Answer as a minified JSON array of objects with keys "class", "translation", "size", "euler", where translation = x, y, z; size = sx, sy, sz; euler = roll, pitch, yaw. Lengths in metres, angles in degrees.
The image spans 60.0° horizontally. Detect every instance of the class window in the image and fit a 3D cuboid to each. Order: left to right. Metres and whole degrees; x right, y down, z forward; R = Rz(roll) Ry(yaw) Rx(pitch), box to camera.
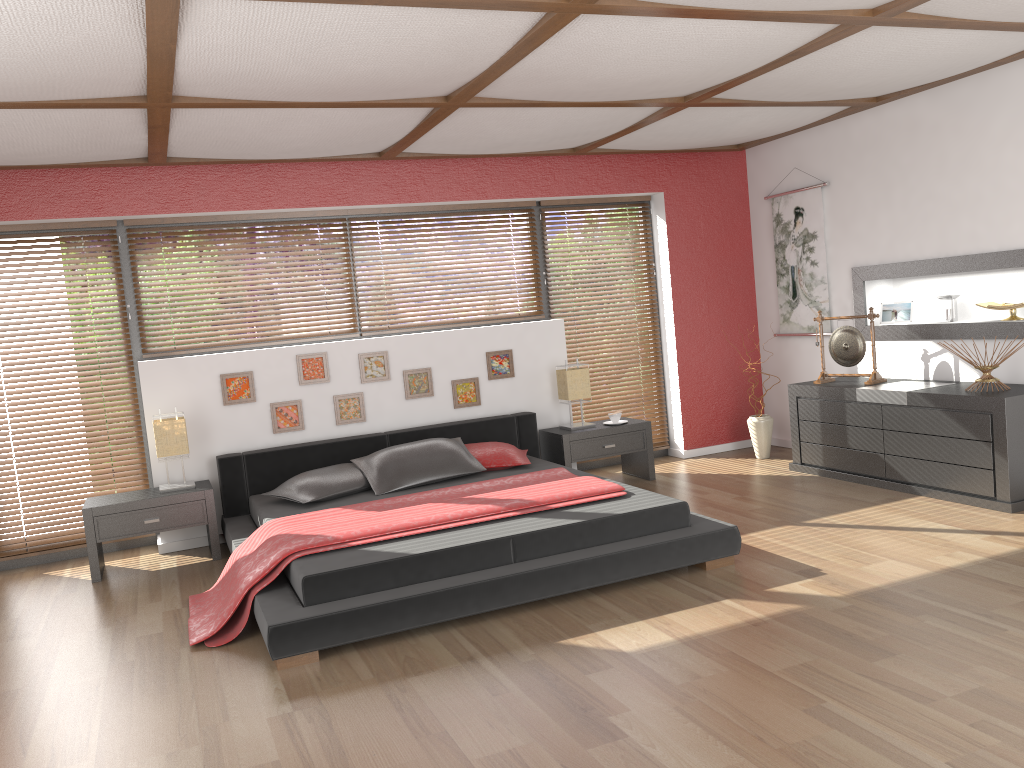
[{"class":"window","translation":[-2.875,0.005,5.577],"size":[0.889,1.893,0.020],"euler":[-7,5,-22]},{"class":"window","translation":[-1.127,-0.764,6.255],"size":[2.817,0.786,0.020],"euler":[-7,5,-22]},{"class":"window","translation":[0.720,-0.455,7.021],"size":[0.889,1.893,0.020],"euler":[-7,5,-22]}]

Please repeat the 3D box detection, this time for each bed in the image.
[{"class":"bed","translation":[-0.520,0.665,4.837],"size":[2.469,0.577,2.413],"euler":[-7,5,-22]}]

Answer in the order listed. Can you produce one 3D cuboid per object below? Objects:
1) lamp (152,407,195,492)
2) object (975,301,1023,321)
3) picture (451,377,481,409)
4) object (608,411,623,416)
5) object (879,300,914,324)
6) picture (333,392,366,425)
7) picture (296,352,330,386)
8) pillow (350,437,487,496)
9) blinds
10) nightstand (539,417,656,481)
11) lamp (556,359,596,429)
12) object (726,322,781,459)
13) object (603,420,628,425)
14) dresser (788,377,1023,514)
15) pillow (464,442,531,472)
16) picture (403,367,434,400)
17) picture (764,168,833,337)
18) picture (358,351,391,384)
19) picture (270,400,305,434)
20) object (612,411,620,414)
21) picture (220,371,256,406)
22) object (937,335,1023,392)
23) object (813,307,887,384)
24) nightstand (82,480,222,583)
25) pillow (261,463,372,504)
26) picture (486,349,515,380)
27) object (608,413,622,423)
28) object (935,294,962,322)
[{"class":"lamp","translation":[-2.041,0.381,5.329],"size":[0.200,0.480,0.200],"euler":[-7,5,-22]},{"class":"object","translation":[2.973,-0.435,5.262],"size":[0.181,0.116,0.350],"euler":[-8,6,-32]},{"class":"picture","translation":[-0.321,0.063,6.237],"size":[0.200,0.200,0.010],"euler":[-7,5,-22]},{"class":"object","translation":[0.738,0.209,6.333],"size":[0.007,0.007,0.192],"euler":[-2,6,37]},{"class":"object","translation":[2.627,-0.489,6.062],"size":[0.041,0.146,0.226],"euler":[-10,6,-42]},{"class":"picture","translation":[-1.085,0.165,5.931],"size":[0.200,0.200,0.010],"euler":[-7,5,-22]},{"class":"picture","translation":[-1.307,-0.101,5.829],"size":[0.200,0.200,0.010],"euler":[-7,5,-22]},{"class":"pillow","translation":[-0.572,0.479,5.433],"size":[0.744,0.241,0.386],"euler":[-8,5,-26]},{"class":"blinds","translation":[-1.050,-0.187,6.238],"size":[4.840,1.952,0.032],"euler":[-7,5,-22]},{"class":"nightstand","translation":[0.613,0.508,6.372],"size":[0.700,0.423,0.413],"euler":[-7,5,-22]},{"class":"lamp","translation":[0.445,0.063,6.328],"size":[0.200,0.480,0.200],"euler":[-7,5,-22]},{"class":"object","translation":[1.814,0.057,6.712],"size":[0.364,1.035,0.422],"euler":[-1,6,43]},{"class":"object","translation":[0.742,0.278,6.355],"size":[0.179,0.012,0.179],"euler":[-5,5,3]},{"class":"dresser","translation":[2.497,0.308,5.506],"size":[0.540,0.608,1.740],"euler":[-7,5,-22]},{"class":"pillow","translation":[-0.252,0.478,5.715],"size":[0.745,0.172,0.418],"euler":[-6,5,-3]},{"class":"picture","translation":[-0.644,-0.004,6.103],"size":[0.200,0.200,0.010],"euler":[-7,5,-22]},{"class":"picture","translation":[2.170,-0.992,6.698],"size":[0.028,1.270,0.701],"euler":[-7,5,-22]},{"class":"picture","translation":[-0.928,-0.114,5.983],"size":[0.200,0.200,0.010],"euler":[-7,5,-22]},{"class":"picture","translation":[-1.463,0.213,5.779],"size":[0.200,0.200,0.010],"euler":[-7,5,-22]},{"class":"object","translation":[0.737,0.207,6.356],"size":[0.007,0.007,0.192],"euler":[-2,6,32]},{"class":"picture","translation":[-1.746,0.028,5.656],"size":[0.200,0.200,0.010],"euler":[-7,5,-22]},{"class":"object","translation":[2.652,-0.108,4.958],"size":[0.481,0.282,0.481],"euler":[-2,6,34]},{"class":"object","translation":[2.236,-0.255,5.915],"size":[0.173,0.498,0.490],"euler":[-9,6,-37]},{"class":"nightstand","translation":[-2.129,0.860,5.271],"size":[0.700,0.423,0.413],"euler":[-7,5,-22]},{"class":"pillow","translation":[-1.072,0.587,5.328],"size":[0.418,0.172,0.745],"euler":[-1,6,43]},{"class":"picture","translation":[-0.083,-0.137,6.326],"size":[0.200,0.200,0.010],"euler":[-7,5,-22]},{"class":"object","translation":[0.739,0.246,6.352],"size":[0.099,0.069,0.099],"euler":[-5,5,3]},{"class":"object","translation":[2.809,-0.484,5.700],"size":[0.159,0.171,0.159],"euler":[-3,5,27]}]
